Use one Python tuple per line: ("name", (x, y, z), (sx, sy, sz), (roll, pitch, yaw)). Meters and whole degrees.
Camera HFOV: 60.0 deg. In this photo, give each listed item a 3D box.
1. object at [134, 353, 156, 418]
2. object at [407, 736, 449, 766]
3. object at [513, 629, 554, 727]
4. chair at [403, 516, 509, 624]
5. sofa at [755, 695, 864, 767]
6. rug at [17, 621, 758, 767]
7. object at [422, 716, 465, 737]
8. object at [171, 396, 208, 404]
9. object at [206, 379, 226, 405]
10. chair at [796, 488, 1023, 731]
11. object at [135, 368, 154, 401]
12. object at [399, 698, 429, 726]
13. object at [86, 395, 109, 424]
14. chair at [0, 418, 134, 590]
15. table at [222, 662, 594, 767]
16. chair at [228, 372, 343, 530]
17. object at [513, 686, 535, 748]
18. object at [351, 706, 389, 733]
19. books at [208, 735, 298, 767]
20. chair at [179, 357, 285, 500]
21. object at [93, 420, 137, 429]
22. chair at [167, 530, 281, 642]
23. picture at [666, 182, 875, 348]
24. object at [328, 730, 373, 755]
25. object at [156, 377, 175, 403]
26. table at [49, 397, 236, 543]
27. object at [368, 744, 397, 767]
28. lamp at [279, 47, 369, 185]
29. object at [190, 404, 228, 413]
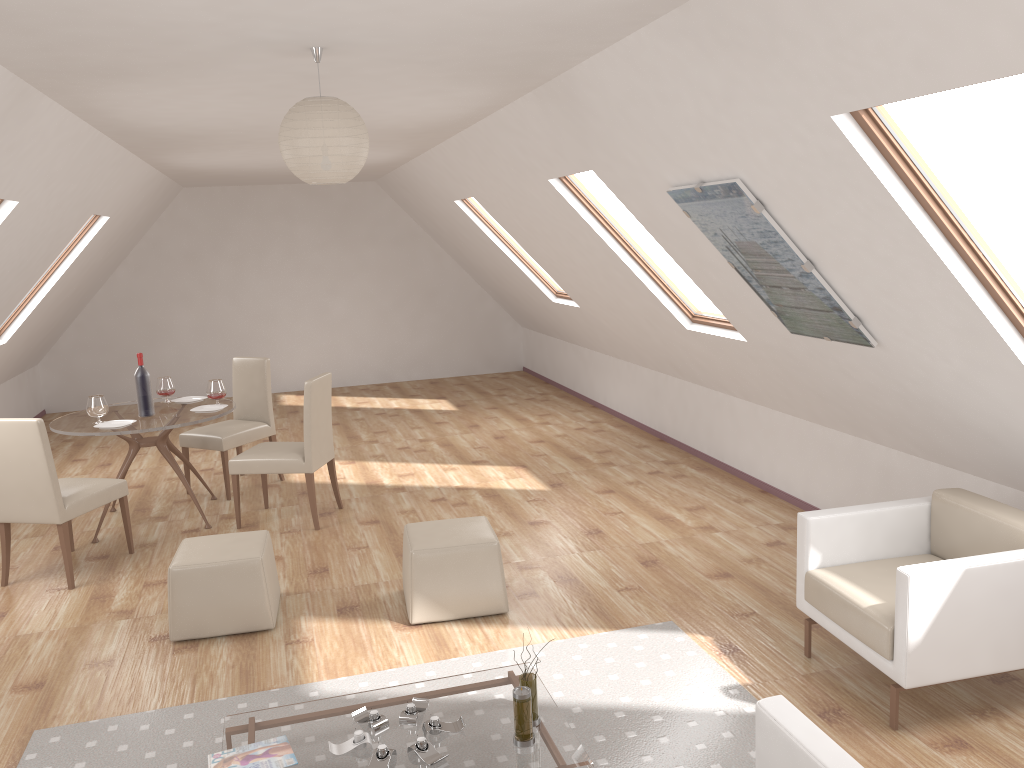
("object", (-2.491, 0.006, 5.993), (0.109, 0.435, 0.109), (-6, 10, -19))
("object", (-0.279, 1.210, 2.935), (0.143, 0.052, 0.064), (7, 14, 44))
("object", (0.063, 1.009, 3.090), (0.123, 0.359, 0.184), (2, 11, 26))
("chair", (-0.311, 0.940, 4.603), (0.506, 0.394, 0.506), (-5, 10, -10))
("sofa", (-0.067, 1.253, 1.819), (1.880, 0.706, 0.820), (-5, 10, -15))
("rug", (-0.365, 1.391, 3.163), (2.800, 0.007, 1.600), (-5, 10, -15))
("object", (-0.239, 1.182, 3.088), (0.143, 0.052, 0.064), (-5, 10, -15))
("object", (-2.373, 0.121, 6.523), (0.228, 0.020, 0.228), (3, 11, 30))
("object", (-2.102, 0.062, 6.309), (0.136, 0.183, 0.136), (-10, 12, -35))
("chair", (1.703, 0.859, 3.599), (0.820, 0.706, 0.748), (-5, 10, -12))
("object", (-2.552, 0.042, 6.140), (0.096, 0.322, 0.086), (5, 12, 37))
("object", (-0.353, 1.168, 3.201), (0.064, 0.052, 0.143), (0, 10, 15))
("object", (-2.743, 0.169, 5.871), (0.136, 0.183, 0.136), (-1, 10, 12))
("chair", (-2.704, 0.635, 5.300), (0.477, 0.999, 0.618), (-1, 10, 12))
("table", (-0.390, 1.315, 3.074), (1.173, 0.190, 0.730), (-5, 10, -15))
("chair", (-1.552, 0.444, 6.079), (0.618, 0.999, 0.477), (-1, 10, 10))
("object", (0.037, 1.117, 2.981), (0.075, 0.185, 0.075), (0, 10, 17))
("object", (-0.507, 1.183, 3.160), (0.143, 0.051, 0.064), (7, 14, 44))
("books", (-0.873, 1.257, 2.966), (0.280, 0.005, 0.192), (-7, 11, -22))
("chair", (-2.206, 0.326, 6.952), (0.477, 0.999, 0.618), (3, 11, 29))
("object", (-2.565, 0.266, 5.736), (0.228, 0.020, 0.228), (-1, 10, 11))
("chair", (-1.474, 1.007, 4.545), (0.506, 0.394, 0.506), (-5, 10, -11))
("picture", (1.168, -0.540, 4.072), (0.683, 0.738, 0.650), (-5, 10, -15))
("object", (-0.548, 1.211, 3.007), (0.143, 0.052, 0.064), (-5, 10, -15))
("object", (-2.559, 0.042, 6.552), (0.136, 0.183, 0.136), (-10, 12, -35))
("table", (-2.527, 0.580, 6.231), (1.198, 0.770, 1.198), (-2, 10, 6))
("object", (-0.434, 1.224, 2.895), (0.064, 0.052, 0.143), (0, 10, 15))
("lamp", (-0.719, -1.011, 3.361), (0.340, 0.497, 0.340), (2, 11, 24))
("object", (-2.092, 0.174, 6.132), (0.228, 0.020, 0.228), (-2, 10, 7))
